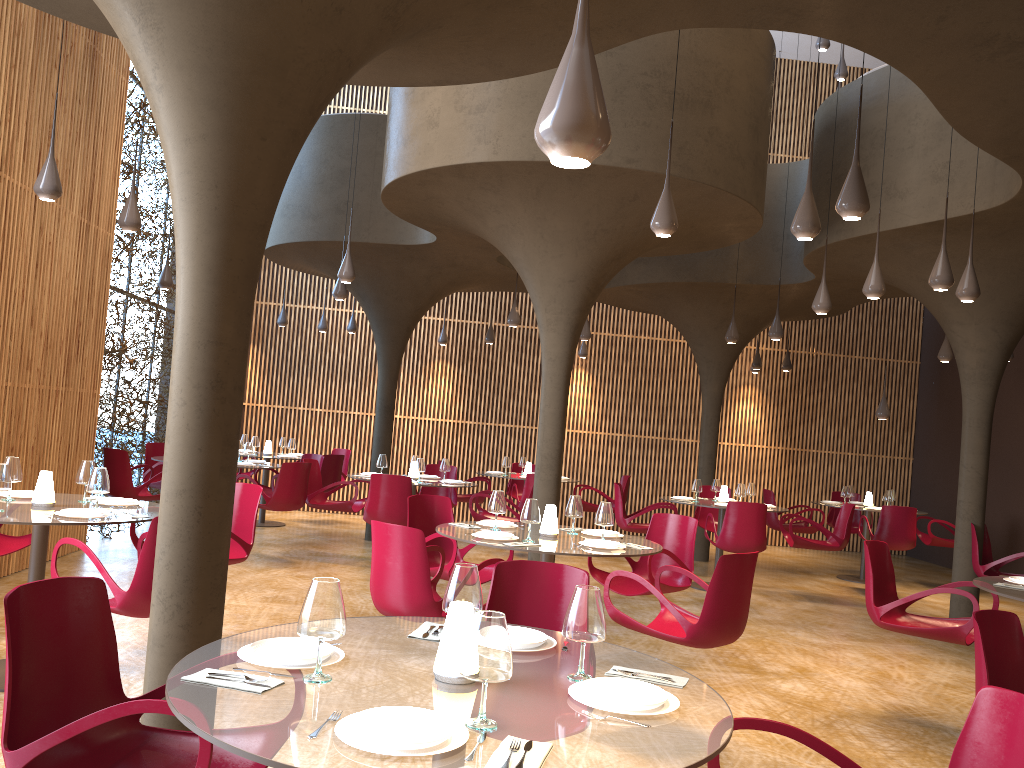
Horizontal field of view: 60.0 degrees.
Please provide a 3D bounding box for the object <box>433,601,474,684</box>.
[{"bbox_3d":[-0.165,0.794,2.740,0.142,0.232,0.144,6,-2,-27],"label":"object"}]

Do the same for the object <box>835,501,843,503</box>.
[{"bbox_3d":[5.242,1.900,14.253,0.126,0.017,0.262,4,-3,13],"label":"object"}]

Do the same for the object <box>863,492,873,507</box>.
[{"bbox_3d":[5.491,1.778,13.643,0.144,0.232,0.142,5,-2,-9],"label":"object"}]

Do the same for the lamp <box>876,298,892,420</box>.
[{"bbox_3d":[5.560,-2.620,12.752,0.195,6.273,0.196,4,-2,41],"label":"lamp"}]

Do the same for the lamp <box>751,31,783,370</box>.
[{"bbox_3d":[4.740,-3.395,16.307,0.196,6.273,0.196,4,-1,11],"label":"lamp"}]

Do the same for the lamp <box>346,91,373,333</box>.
[{"bbox_3d":[-2.577,-4.025,15.744,0.196,6.273,0.196,4,-1,11],"label":"lamp"}]

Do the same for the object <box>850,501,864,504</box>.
[{"bbox_3d":[5.533,1.903,14.169,0.263,0.029,0.263,4,-3,23],"label":"object"}]

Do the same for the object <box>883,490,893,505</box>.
[{"bbox_3d":[5.618,1.739,13.252,0.142,0.295,0.142,5,-1,4],"label":"object"}]

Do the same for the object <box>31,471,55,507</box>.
[{"bbox_3d":[-3.132,0.701,5.942,0.144,0.232,0.142,5,-2,-19],"label":"object"}]

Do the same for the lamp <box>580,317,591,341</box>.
[{"bbox_3d":[1.378,-3.794,13.728,0.196,6.273,0.196,5,-1,11],"label":"lamp"}]

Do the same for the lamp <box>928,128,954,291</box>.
[{"bbox_3d":[3.783,-3.898,7.356,0.196,6.273,0.196,5,-1,-19],"label":"lamp"}]

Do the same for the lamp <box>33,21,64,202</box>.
[{"bbox_3d":[-3.231,-4.507,6.718,0.196,6.273,0.196,5,-1,3],"label":"lamp"}]

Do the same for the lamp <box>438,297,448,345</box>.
[{"bbox_3d":[-1.041,-3.855,16.655,0.196,6.273,0.196,4,-1,21],"label":"lamp"}]

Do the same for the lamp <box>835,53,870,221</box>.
[{"bbox_3d":[2.293,-4.115,5.373,0.195,6.273,0.196,4,-1,31],"label":"lamp"}]

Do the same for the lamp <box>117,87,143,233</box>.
[{"bbox_3d":[-3.058,-4.445,7.739,0.196,6.273,0.196,5,-1,3],"label":"lamp"}]

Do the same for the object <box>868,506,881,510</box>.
[{"bbox_3d":[5.408,1.843,13.130,0.263,0.029,0.263,5,-3,1],"label":"object"}]

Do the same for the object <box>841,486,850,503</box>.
[{"bbox_3d":[5.091,1.709,13.535,0.142,0.295,0.142,3,-2,44],"label":"object"}]

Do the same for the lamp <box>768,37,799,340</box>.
[{"bbox_3d":[3.698,-3.702,11.636,0.195,6.273,0.196,4,-1,31],"label":"lamp"}]

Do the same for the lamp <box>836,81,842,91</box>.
[{"bbox_3d":[5.245,-5.495,14.029,0.196,2.223,0.196,5,-1,-19],"label":"lamp"}]

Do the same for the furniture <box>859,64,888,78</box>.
[{"bbox_3d":[4.102,-2.757,10.087,0.931,1.060,2.533,5,-2,1],"label":"furniture"}]

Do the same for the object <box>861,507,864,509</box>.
[{"bbox_3d":[5.403,1.854,13.130,0.410,0.012,0.204,4,-3,12],"label":"object"}]

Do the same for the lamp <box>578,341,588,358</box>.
[{"bbox_3d":[1.602,-3.624,16.933,0.196,6.273,0.196,5,-1,11],"label":"lamp"}]

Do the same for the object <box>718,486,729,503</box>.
[{"bbox_3d":[2.814,1.468,11.775,0.142,0.232,0.144,6,-2,-29],"label":"object"}]

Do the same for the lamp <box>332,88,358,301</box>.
[{"bbox_3d":[-1.918,-4.185,11.238,0.195,6.273,0.196,4,-2,41],"label":"lamp"}]

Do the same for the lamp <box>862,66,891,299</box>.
[{"bbox_3d":[3.491,-3.892,7.993,0.196,6.273,0.196,4,-1,21],"label":"lamp"}]

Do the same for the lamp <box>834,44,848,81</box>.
[{"bbox_3d":[4.917,-5.569,13.029,0.196,2.223,0.196,5,-1,-9],"label":"lamp"}]

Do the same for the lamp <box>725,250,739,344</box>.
[{"bbox_3d":[3.327,-3.694,12.458,0.195,6.273,0.196,4,-1,31],"label":"lamp"}]

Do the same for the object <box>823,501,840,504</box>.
[{"bbox_3d":[4.943,1.833,13.720,0.263,0.029,0.263,4,-3,8],"label":"object"}]

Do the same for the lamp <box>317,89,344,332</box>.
[{"bbox_3d":[-3.145,-4.061,15.983,0.196,6.273,0.196,5,-1,-19],"label":"lamp"}]

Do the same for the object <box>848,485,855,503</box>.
[{"bbox_3d":[5.353,1.754,14.039,0.142,0.295,0.142,5,-2,-22],"label":"object"}]

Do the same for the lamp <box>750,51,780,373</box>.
[{"bbox_3d":[4.943,-3.338,17.150,0.196,6.273,0.196,4,-1,21],"label":"lamp"}]

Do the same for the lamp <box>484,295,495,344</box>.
[{"bbox_3d":[-0.135,-3.831,15.593,0.196,6.273,0.196,5,-1,11],"label":"lamp"}]

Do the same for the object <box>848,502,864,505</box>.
[{"bbox_3d":[5.532,1.913,14.169,0.331,0.014,0.332,3,-3,32],"label":"object"}]

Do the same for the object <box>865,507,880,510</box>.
[{"bbox_3d":[5.407,1.853,13.130,0.331,0.014,0.332,4,-3,23],"label":"object"}]

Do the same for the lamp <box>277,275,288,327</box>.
[{"bbox_3d":[-3.761,-4.132,15.564,0.196,6.273,0.196,4,-1,21],"label":"lamp"}]

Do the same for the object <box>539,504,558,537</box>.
[{"bbox_3d":[0.281,1.012,6.574,0.142,0.232,0.144,5,-2,-11],"label":"object"}]

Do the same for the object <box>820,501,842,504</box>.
[{"bbox_3d":[4.942,1.843,13.720,0.331,0.014,0.332,3,-3,24],"label":"object"}]

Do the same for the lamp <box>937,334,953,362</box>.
[{"bbox_3d":[6.363,-3.438,12.568,0.195,6.273,0.196,4,-2,41],"label":"lamp"}]

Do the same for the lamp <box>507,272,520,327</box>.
[{"bbox_3d":[0.275,-3.938,12.618,0.195,6.273,0.196,4,-1,31],"label":"lamp"}]

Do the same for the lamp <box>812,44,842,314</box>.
[{"bbox_3d":[3.421,-3.844,9.130,0.195,6.273,0.196,4,-1,31],"label":"lamp"}]

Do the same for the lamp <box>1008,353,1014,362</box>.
[{"bbox_3d":[6.868,-3.426,11.948,0.195,6.273,0.196,4,-2,41],"label":"lamp"}]

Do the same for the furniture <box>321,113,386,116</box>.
[{"bbox_3d":[-1.724,-2.992,13.803,3.887,1.047,3.790,6,-3,-28],"label":"furniture"}]

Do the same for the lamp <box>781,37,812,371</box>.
[{"bbox_3d":[5.239,-3.360,16.167,0.196,6.273,0.196,4,-1,11],"label":"lamp"}]

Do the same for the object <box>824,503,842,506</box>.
[{"bbox_3d":[4.865,1.830,13.427,0.262,0.017,0.126,4,-3,11],"label":"object"}]

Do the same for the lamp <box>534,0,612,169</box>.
[{"bbox_3d":[0.406,-3.683,2.302,0.196,6.273,0.196,5,-1,11],"label":"lamp"}]

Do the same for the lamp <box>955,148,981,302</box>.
[{"bbox_3d":[4.214,-3.843,7.766,0.196,6.273,0.196,5,-1,-19],"label":"lamp"}]

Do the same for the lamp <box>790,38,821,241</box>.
[{"bbox_3d":[2.215,-4.093,5.986,0.196,6.273,0.196,5,-1,1],"label":"lamp"}]

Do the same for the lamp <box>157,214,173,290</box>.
[{"bbox_3d":[-4.264,-4.360,11.614,0.196,6.273,0.196,4,-1,21],"label":"lamp"}]

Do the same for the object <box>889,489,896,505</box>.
[{"bbox_3d":[5.848,1.777,13.666,0.142,0.295,0.142,5,-2,-16],"label":"object"}]

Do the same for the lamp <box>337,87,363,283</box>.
[{"bbox_3d":[-1.547,-4.227,9.697,0.195,6.273,0.196,4,-2,41],"label":"lamp"}]

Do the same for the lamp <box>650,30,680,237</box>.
[{"bbox_3d":[1.309,-4.156,6.223,0.196,6.273,0.196,5,-1,1],"label":"lamp"}]

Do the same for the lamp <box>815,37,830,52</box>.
[{"bbox_3d":[4.324,-5.658,12.111,0.195,2.223,0.196,4,-1,31],"label":"lamp"}]
